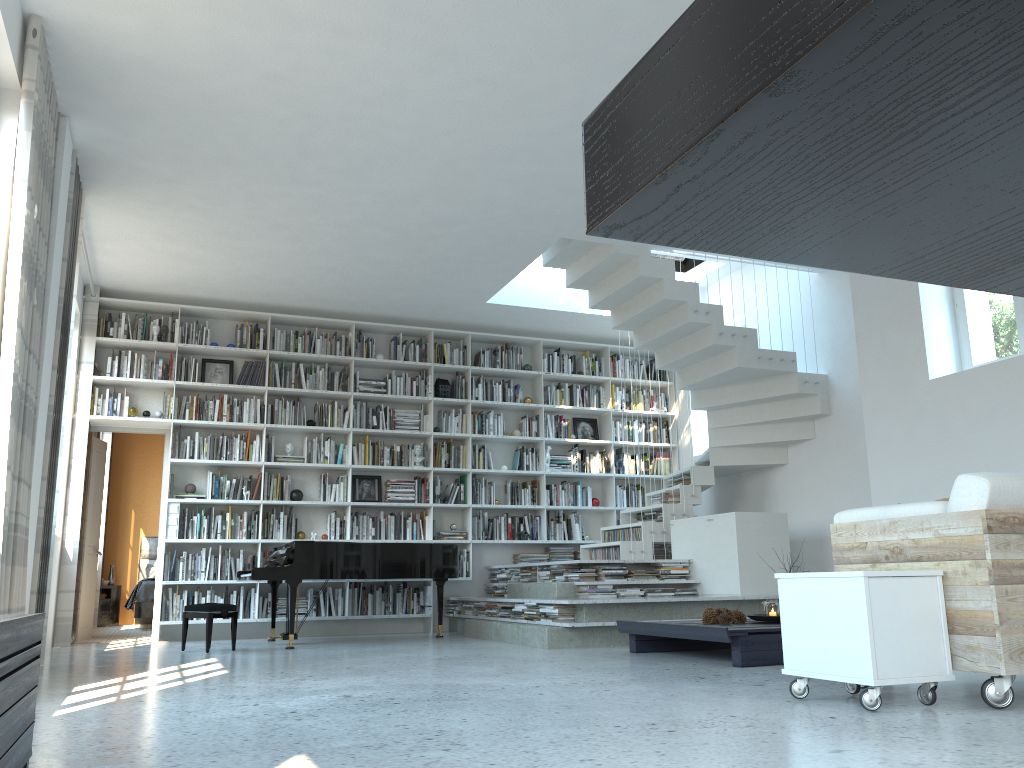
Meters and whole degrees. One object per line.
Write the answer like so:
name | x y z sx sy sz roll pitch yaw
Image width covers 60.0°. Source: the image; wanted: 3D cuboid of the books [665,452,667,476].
books | 1.754 0.947 10.334 0.018 0.292 0.169 4 -13 -21

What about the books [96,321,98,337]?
books | -3.905 -0.501 8.342 0.014 0.218 0.188 4 -13 -21

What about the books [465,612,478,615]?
books | -0.333 2.181 8.429 0.177 0.026 0.230 3 -13 -18

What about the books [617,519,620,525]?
books | 1.157 1.629 9.851 0.014 0.233 0.183 4 -13 -21

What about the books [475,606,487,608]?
books | -0.217 2.048 8.161 0.169 0.009 0.242 5 -14 -25

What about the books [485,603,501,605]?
books | -0.106 1.958 7.883 0.179 0.012 0.250 5 -14 -24

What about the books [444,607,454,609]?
books | -0.557 2.267 8.983 0.177 0.012 0.279 5 -14 -25

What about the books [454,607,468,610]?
books | -0.453 2.205 8.715 0.191 0.028 0.213 3 -13 -17

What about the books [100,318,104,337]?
books | -3.870 -0.498 8.369 0.023 0.222 0.151 4 -13 -21

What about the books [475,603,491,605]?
books | -0.217 2.021 8.167 0.171 0.015 0.253 5 -14 -24

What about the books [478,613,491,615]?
books | -0.200 2.112 8.154 0.140 0.008 0.284 5 -14 -23

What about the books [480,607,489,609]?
books | -0.200 2.060 8.165 0.140 0.013 0.181 3 -13 -18

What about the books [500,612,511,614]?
books | 0.012 1.958 7.590 0.177 0.011 0.220 4 -13 -19

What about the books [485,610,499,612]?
books | -0.103 2.014 7.872 0.182 0.013 0.288 4 -14 -20

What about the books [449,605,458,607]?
books | -0.533 2.248 8.996 0.136 0.013 0.258 5 -14 -23

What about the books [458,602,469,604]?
books | -0.424 2.155 8.738 0.135 0.014 0.298 4 -14 -20

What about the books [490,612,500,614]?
books | -0.086 2.029 7.876 0.130 0.014 0.250 5 -14 -26

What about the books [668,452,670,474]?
books | 1.788 0.949 10.348 0.018 0.292 0.169 4 -13 -21

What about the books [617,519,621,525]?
books | 1.177 1.628 9.862 0.030 0.238 0.151 4 -13 -21

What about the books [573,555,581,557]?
books | 0.855 1.895 9.774 0.328 0.008 0.208 4 -13 -19

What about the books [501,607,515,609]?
books | 0.023 1.921 7.602 0.142 0.017 0.240 5 -14 -25

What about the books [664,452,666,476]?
books | 1.739 0.945 10.324 0.018 0.292 0.169 4 -13 -21

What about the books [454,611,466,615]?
books | -0.445 2.245 8.709 0.189 0.030 0.238 4 -14 -21

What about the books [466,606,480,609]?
books | -0.331 2.126 8.441 0.171 0.020 0.194 3 -13 -17

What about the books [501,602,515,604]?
books | 0.020 1.880 7.610 0.160 0.008 0.239 4 -14 -20

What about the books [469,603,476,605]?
books | -0.313 2.095 8.456 0.130 0.018 0.256 3 -13 -18

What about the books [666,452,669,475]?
books | 1.773 0.947 10.337 0.018 0.292 0.169 4 -13 -21

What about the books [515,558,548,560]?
books | 0.204 1.878 9.506 0.308 0.008 0.195 3 -13 -16

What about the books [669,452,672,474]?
books | 1.809 0.948 10.345 0.018 0.292 0.169 4 -13 -21

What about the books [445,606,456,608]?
books | -0.555 2.257 8.986 0.188 0.009 0.211 4 -14 -22

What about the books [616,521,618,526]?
books | 1.124 1.637 9.842 0.031 0.214 0.165 4 -13 -21

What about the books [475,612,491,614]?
books | -0.211 2.102 8.152 0.159 0.012 0.293 5 -14 -24

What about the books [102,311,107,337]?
books | -3.850 -0.529 8.373 0.014 0.285 0.175 4 -13 -21

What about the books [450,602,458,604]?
books | -0.530 2.221 9.004 0.133 0.017 0.231 4 -14 -20

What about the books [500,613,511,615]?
books | 0.020 1.968 7.591 0.147 0.008 0.291 5 -14 -25

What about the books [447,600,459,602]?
books | -0.544 2.204 9.002 0.158 0.014 0.235 5 -14 -23

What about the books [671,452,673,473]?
books | 1.822 0.952 10.361 0.018 0.292 0.169 4 -13 -21

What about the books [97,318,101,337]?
books | -3.896 -0.499 8.370 0.024 0.227 0.130 4 -13 -21

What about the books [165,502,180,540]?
books | -3.152 1.279 8.231 0.106 0.339 0.307 4 -13 -21

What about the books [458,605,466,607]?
books | -0.426 2.184 8.730 0.143 0.019 0.231 4 -14 -20

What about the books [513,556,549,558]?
books | 0.204 1.856 9.510 0.346 0.007 0.194 5 -14 -26

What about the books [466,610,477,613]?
books | -0.327 2.162 8.435 0.172 0.014 0.221 4 -14 -20

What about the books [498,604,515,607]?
books | 0.011 1.897 7.603 0.170 0.014 0.281 5 -14 -24

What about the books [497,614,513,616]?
books | 0.003 1.975 7.582 0.189 0.009 0.291 3 -13 -18

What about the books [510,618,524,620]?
books | 0.114 1.931 7.300 0.193 0.005 0.225 5 -14 -25

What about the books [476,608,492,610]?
books | -0.212 2.071 8.158 0.159 0.011 0.246 5 -14 -25

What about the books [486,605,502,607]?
books | -0.103 1.971 7.882 0.165 0.014 0.236 5 -14 -26

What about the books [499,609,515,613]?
books | 0.013 1.941 7.594 0.160 0.025 0.244 5 -14 -26

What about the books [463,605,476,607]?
books | -0.334 2.109 8.444 0.180 0.015 0.295 5 -14 -23

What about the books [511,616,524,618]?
books | 0.129 1.920 7.308 0.171 0.005 0.298 4 -14 -22

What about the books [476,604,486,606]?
books | -0.224 2.036 8.161 0.182 0.016 0.199 3 -13 -16

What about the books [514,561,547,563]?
books | 0.198 1.908 9.505 0.308 0.008 0.195 4 -13 -19

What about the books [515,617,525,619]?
books | 0.133 1.926 7.308 0.147 0.008 0.237 3 -13 -16

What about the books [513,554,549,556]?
books | 0.201 1.836 9.522 0.346 0.007 0.194 5 -14 -23

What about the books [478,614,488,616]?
books | -0.207 2.123 8.149 0.157 0.014 0.180 5 -14 -24

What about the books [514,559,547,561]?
books | 0.197 1.888 9.515 0.308 0.008 0.195 4 -14 -21

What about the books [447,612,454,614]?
books | -0.545 2.314 8.977 0.171 0.015 0.241 4 -14 -21

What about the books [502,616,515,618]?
books | 0.023 1.993 7.586 0.142 0.012 0.292 3 -13 -17

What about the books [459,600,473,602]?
books | -0.429 2.139 8.739 0.137 0.018 0.201 3 -13 -17
